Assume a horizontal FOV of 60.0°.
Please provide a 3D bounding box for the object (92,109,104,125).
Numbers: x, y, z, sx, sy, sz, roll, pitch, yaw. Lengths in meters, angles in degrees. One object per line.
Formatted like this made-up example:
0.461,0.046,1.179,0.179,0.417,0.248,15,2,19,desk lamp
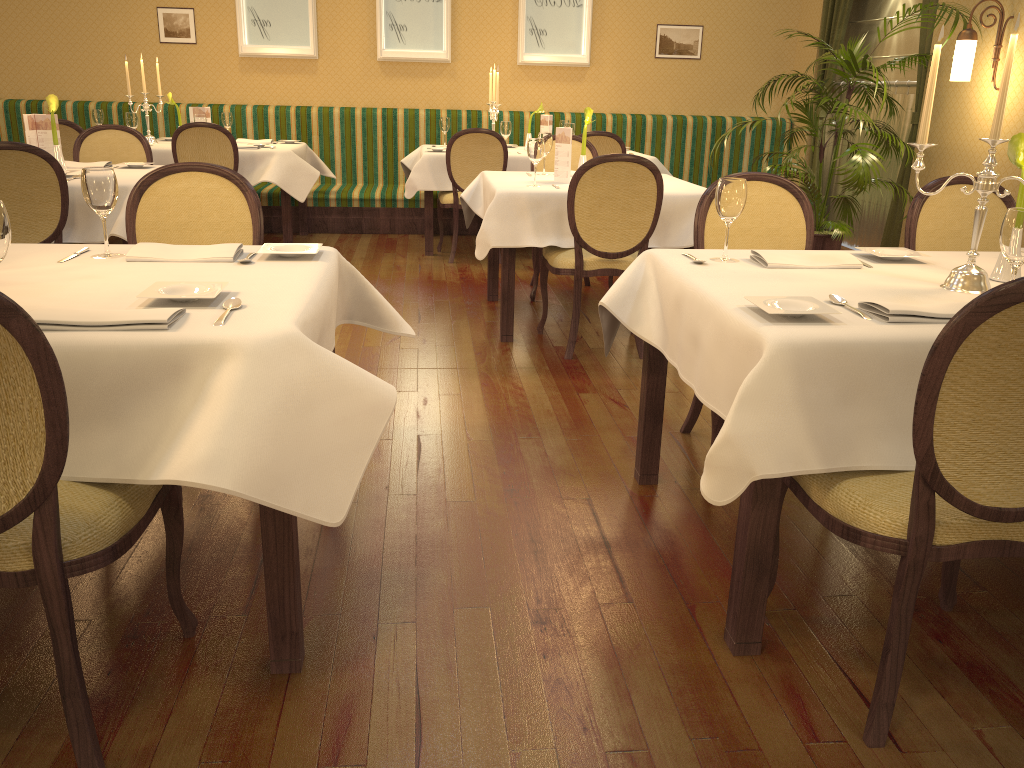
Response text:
-3.233,-2.030,6.944,0.088,0.229,0.088,17,24,39,object

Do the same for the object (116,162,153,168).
-2.034,-1.179,4.792,0.160,0.024,0.160,0,18,-6,object

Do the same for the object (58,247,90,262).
-1.159,-0.342,2.345,0.017,0.010,0.185,0,18,-5,object

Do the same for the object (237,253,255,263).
-0.703,-0.341,2.373,0.038,0.015,0.181,0,18,-4,object

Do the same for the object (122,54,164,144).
-2.748,-2.140,6.649,0.131,0.655,0.390,4,18,8,object

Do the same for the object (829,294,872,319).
0.752,-0.173,1.978,0.038,0.015,0.181,0,18,-4,object

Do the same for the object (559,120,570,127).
0.429,-2.055,7.309,0.088,0.229,0.088,17,24,39,object

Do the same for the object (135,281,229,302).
-0.704,-0.192,1.909,0.160,0.024,0.160,0,18,-6,object

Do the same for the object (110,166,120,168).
-2.132,-1.160,4.740,0.038,0.015,0.181,0,18,-4,object

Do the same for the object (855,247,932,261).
1.121,-0.378,2.617,0.160,0.024,0.160,0,18,-6,object

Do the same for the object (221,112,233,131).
-2.256,-2.036,7.038,0.088,0.229,0.088,14,22,34,object

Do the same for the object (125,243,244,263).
-0.870,-0.351,2.368,0.273,0.033,0.142,0,18,-6,object

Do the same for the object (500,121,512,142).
-0.048,-1.854,6.664,0.088,0.229,0.088,17,24,39,object

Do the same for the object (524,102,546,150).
0.179,-2.047,7.034,0.163,0.375,0.076,-5,19,-18,object

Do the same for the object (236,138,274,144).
-2.053,-1.938,7.079,0.273,0.033,0.142,0,18,-6,object

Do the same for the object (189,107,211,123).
-2.321,-1.940,6.672,0.166,0.277,0.081,-16,25,-42,object

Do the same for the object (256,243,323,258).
-0.606,-0.360,2.425,0.160,0.024,0.160,0,18,-6,object

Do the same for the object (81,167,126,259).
-1.073,-0.449,2.327,0.088,0.229,0.088,17,24,39,object

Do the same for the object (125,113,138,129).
-2.734,-1.835,6.393,0.088,0.229,0.088,17,24,39,object

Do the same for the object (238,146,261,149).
-1.974,-1.718,6.432,0.273,0.024,0.142,0,18,-6,object

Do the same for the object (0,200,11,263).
-0.976,-0.225,1.656,0.088,0.229,0.088,17,24,39,object

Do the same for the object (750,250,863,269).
0.829,-0.352,2.504,0.273,0.033,0.142,0,18,-6,object

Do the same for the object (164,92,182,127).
-2.535,-2.007,6.697,0.076,0.375,0.163,7,19,15,object

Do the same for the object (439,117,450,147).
-0.547,-2.049,7.215,0.088,0.229,0.088,17,24,39,object

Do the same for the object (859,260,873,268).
1.000,-0.357,2.563,0.017,0.010,0.185,0,18,-5,object

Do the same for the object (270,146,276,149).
-1.762,-1.734,6.505,0.038,0.015,0.181,0,18,-4,object

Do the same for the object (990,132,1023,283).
1.323,-0.464,2.330,0.076,0.375,0.163,7,19,15,object

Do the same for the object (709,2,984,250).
2.261,-1.641,6.126,1.552,1.807,1.496,-7,20,-24,object

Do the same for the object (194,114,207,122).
-2.261,-1.841,6.449,0.088,0.229,0.088,17,24,39,object

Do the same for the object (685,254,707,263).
0.520,-0.362,2.531,0.038,0.015,0.181,0,18,-4,object

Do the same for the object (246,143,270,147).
-1.887,-1.779,6.620,0.160,0.024,0.160,0,18,-6,object

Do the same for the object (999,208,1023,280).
1.110,-0.267,1.950,0.088,0.229,0.088,17,24,39,object

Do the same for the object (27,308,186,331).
-0.791,-0.131,1.721,0.273,0.024,0.142,0,18,-6,object

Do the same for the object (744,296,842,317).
0.602,-0.160,1.915,0.160,0.024,0.160,0,18,-6,object

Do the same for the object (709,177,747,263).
0.611,-0.462,2.501,0.088,0.229,0.088,17,24,39,object

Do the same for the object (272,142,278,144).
-1.886,-1.928,7.084,0.038,0.015,0.181,0,18,-4,object

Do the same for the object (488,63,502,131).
-0.142,-2.161,6.919,0.131,0.655,0.390,1,18,0,object

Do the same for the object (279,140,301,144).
-1.789,-1.947,7.136,0.160,0.024,0.160,0,18,-6,object

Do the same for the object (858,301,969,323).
0.921,-0.163,1.941,0.273,0.033,0.142,0,18,-6,object

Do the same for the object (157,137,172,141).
-2.723,-1.946,7.059,0.160,0.024,0.160,0,18,-6,object

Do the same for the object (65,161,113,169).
-2.299,-1.170,4.735,0.273,0.033,0.142,0,18,-6,object

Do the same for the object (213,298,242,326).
-0.579,-0.147,1.794,0.038,0.015,0.181,0,18,-4,object

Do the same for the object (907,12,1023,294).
1.154,-0.547,2.135,0.131,0.655,0.390,-13,23,-38,object

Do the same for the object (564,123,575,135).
0.428,-1.836,6.646,0.088,0.229,0.088,17,24,39,object
